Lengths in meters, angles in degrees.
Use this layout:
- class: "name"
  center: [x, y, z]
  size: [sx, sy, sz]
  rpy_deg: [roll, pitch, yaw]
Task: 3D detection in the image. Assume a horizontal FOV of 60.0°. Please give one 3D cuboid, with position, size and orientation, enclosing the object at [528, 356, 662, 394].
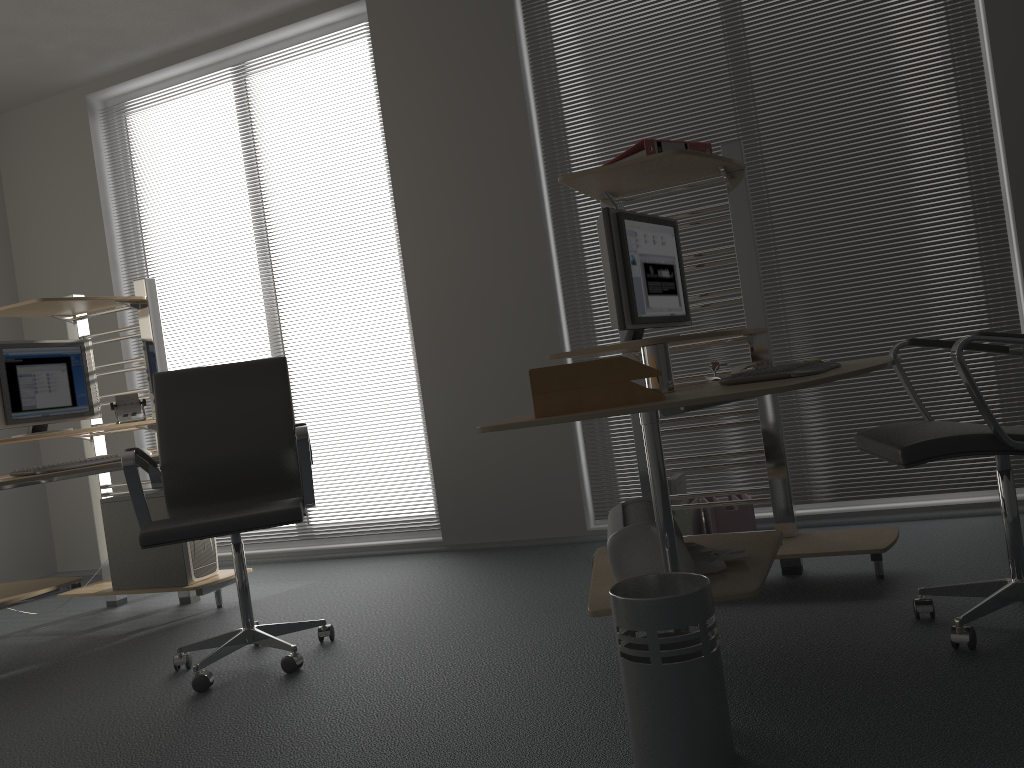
- class: "object"
  center: [0.197, -0.027, 2.193]
  size: [0.309, 0.060, 0.225]
  rpy_deg: [-8, 0, 1]

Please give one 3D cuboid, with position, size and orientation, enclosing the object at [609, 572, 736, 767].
- class: "object"
  center: [0.329, 0.600, 1.826]
  size: [0.208, 0.377, 0.208]
  rpy_deg: [-8, 0, -24]

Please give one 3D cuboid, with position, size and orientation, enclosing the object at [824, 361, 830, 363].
- class: "object"
  center: [1.030, -0.066, 3.103]
  size: [0.158, 0.011, 0.011]
  rpy_deg: [-8, 0, 19]

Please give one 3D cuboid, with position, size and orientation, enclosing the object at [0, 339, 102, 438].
- class: "object"
  center: [-2.129, 0.020, 3.990]
  size: [0.245, 0.418, 0.516]
  rpy_deg: [-8, 0, 37]

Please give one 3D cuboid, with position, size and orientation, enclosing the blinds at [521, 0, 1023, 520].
- class: "blinds"
  center: [1.115, -0.822, 4.048]
  size: [1.950, 2.770, 0.022]
  rpy_deg: [-8, 0, 22]

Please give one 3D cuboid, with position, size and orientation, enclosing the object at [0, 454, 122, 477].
- class: "object"
  center: [-1.995, 0.384, 3.747]
  size: [0.814, 0.082, 0.478]
  rpy_deg: [-8, 0, 30]

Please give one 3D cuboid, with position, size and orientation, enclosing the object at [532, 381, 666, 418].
- class: "object"
  center: [0.205, 0.029, 2.193]
  size: [0.309, 0.060, 0.225]
  rpy_deg: [-8, 0, 1]

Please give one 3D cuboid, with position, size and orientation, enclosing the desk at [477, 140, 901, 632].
- class: "desk"
  center: [0.617, -0.050, 2.568]
  size: [0.967, 1.566, 1.469]
  rpy_deg: [-8, 0, 22]

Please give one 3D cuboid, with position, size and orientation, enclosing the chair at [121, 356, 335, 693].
- class: "chair"
  center: [-0.960, 0.436, 3.046]
  size: [0.584, 1.048, 0.652]
  rpy_deg: [-8, 0, -12]

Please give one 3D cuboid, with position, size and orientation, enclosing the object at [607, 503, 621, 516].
- class: "object"
  center: [0.567, 0.653, 4.023]
  size: [0.185, 0.202, 0.245]
  rpy_deg: [-8, 0, 22]

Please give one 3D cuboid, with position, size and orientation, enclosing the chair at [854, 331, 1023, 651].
- class: "chair"
  center: [1.294, 0.115, 2.334]
  size: [0.652, 1.048, 0.584]
  rpy_deg: [-8, 0, 9]

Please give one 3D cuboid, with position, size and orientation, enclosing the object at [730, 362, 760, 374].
- class: "object"
  center: [0.812, -0.050, 3.082]
  size: [0.022, 0.042, 0.134]
  rpy_deg: [-8, 0, -26]

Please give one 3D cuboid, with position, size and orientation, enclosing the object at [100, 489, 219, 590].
- class: "object"
  center: [-1.615, 0.704, 4.084]
  size: [0.471, 0.422, 0.199]
  rpy_deg: [-8, 0, 22]

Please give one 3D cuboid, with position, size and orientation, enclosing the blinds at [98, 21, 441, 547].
- class: "blinds"
  center: [-1.453, -0.457, 5.107]
  size: [1.950, 2.749, 0.037]
  rpy_deg: [-8, 0, 22]

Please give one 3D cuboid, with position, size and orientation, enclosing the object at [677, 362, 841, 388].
- class: "object"
  center: [0.537, 0.023, 2.661]
  size: [0.814, 0.082, 0.478]
  rpy_deg: [-8, 0, 30]

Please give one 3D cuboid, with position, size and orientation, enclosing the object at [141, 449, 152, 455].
- class: "object"
  center: [-1.894, 0.366, 4.074]
  size: [0.742, 0.088, 0.168]
  rpy_deg: [-8, 0, 24]

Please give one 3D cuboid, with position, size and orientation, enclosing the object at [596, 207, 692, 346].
- class: "object"
  center: [0.412, -0.342, 2.943]
  size: [0.245, 0.418, 0.516]
  rpy_deg: [-8, 0, 44]

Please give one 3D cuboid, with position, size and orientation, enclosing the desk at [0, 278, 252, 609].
- class: "desk"
  center: [-1.944, 0.315, 3.626]
  size: [0.967, 1.566, 1.469]
  rpy_deg: [-8, 0, 22]

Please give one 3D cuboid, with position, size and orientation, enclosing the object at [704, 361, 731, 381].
- class: "object"
  center: [0.714, -0.047, 3.042]
  size: [0.054, 0.064, 0.159]
  rpy_deg: [-8, 0, -11]

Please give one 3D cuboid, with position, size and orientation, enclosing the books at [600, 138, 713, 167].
- class: "books"
  center: [0.486, -0.768, 3.066]
  size: [0.320, 0.072, 0.262]
  rpy_deg: [-8, 0, -36]

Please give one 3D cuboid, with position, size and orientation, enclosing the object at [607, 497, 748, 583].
- class: "object"
  center: [0.430, 0.400, 2.339]
  size: [0.351, 0.162, 0.438]
  rpy_deg: [-8, 0, 7]

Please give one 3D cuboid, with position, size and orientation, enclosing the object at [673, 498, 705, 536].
- class: "object"
  center: [0.736, 0.629, 3.952]
  size: [0.185, 0.202, 0.245]
  rpy_deg: [-8, 0, 22]

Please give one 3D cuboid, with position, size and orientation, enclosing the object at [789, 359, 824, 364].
- class: "object"
  center: [1.000, -0.069, 3.025]
  size: [0.132, 0.026, 0.132]
  rpy_deg: [-8, 0, 22]

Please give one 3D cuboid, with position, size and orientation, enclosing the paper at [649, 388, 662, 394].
- class: "paper"
  center: [0.208, 0.041, 2.193]
  size: [0.297, 0.019, 0.210]
  rpy_deg: [-8, 0, 1]

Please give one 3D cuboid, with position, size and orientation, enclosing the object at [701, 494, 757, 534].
- class: "object"
  center: [0.953, 0.598, 3.892]
  size: [0.185, 0.202, 0.245]
  rpy_deg: [-8, 0, 4]

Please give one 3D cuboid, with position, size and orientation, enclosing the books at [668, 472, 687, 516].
- class: "books"
  center: [0.740, 0.557, 3.947]
  size: [0.068, 0.306, 0.220]
  rpy_deg: [-8, 0, 23]

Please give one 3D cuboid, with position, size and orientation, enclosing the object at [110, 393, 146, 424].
- class: "object"
  center: [-1.802, 0.115, 4.169]
  size: [0.154, 0.135, 0.093]
  rpy_deg: [-8, 0, -31]
